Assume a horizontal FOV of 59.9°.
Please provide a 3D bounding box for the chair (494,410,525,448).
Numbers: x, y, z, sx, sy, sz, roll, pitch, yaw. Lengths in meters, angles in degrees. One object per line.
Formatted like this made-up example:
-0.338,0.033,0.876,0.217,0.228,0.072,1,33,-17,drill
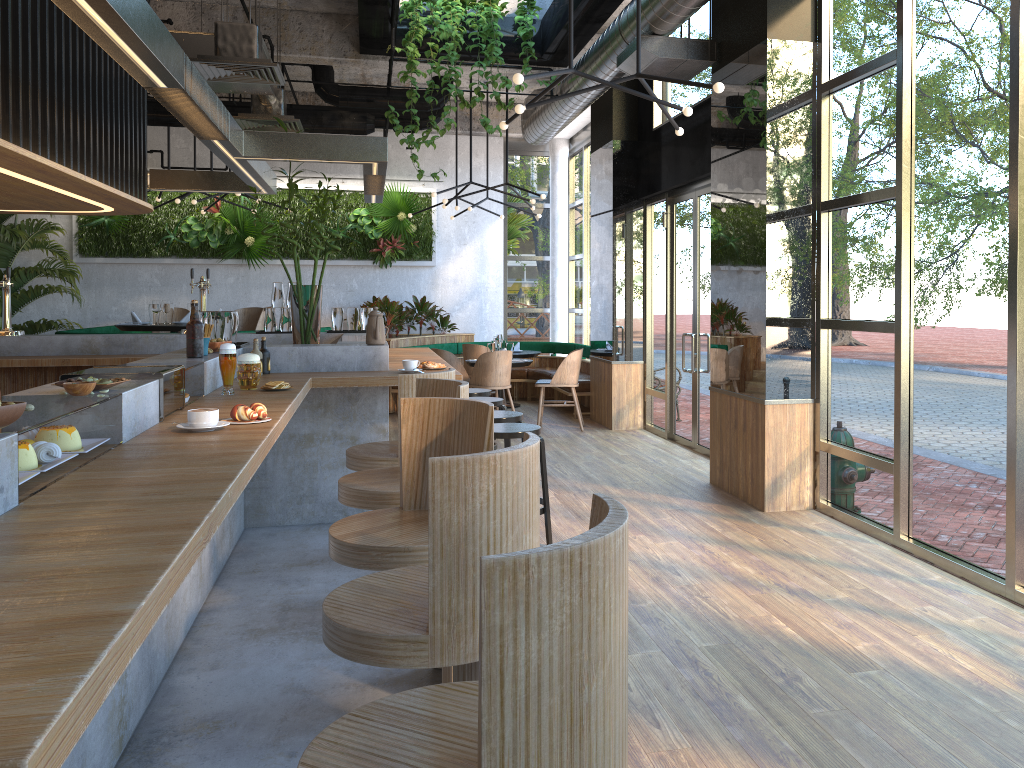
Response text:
-0.131,0.552,6.031,0.532,0.694,0.499,-1,3,-21,chair

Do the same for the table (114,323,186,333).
-3.494,-0.246,9.200,1.143,0.748,1.061,-2,4,-26,table

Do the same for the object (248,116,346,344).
-1.328,-0.883,5.641,0.682,1.545,0.579,0,1,-7,object

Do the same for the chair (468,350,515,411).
-0.232,0.072,9.972,0.520,0.921,0.534,-1,2,-32,chair

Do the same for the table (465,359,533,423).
-0.150,0.094,10.575,0.820,0.743,0.782,-1,3,-14,table

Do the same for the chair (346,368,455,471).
-0.567,0.411,4.552,0.523,0.966,0.573,1,2,36,chair

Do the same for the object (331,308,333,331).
-1.484,-0.543,7.538,0.108,0.208,0.103,-1,2,-17,object

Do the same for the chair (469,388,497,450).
-0.383,0.403,7.601,0.514,0.694,0.517,0,2,2,chair

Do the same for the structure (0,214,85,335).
-6.314,-1.301,11.202,1.949,3.247,1.584,-1,2,-14,structure

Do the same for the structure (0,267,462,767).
-3.088,0.256,3.750,5.972,1.723,7.007,-1,5,-11,structure

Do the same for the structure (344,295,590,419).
-0.572,0.373,3.480,6.159,1.543,19.783,-1,5,-10,structure

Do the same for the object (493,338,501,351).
-0.200,-0.514,11.958,0.102,0.208,0.109,1,2,23,object

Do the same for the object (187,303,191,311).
-4.068,-0.742,7.836,0.105,0.499,6.103,0,5,3,object

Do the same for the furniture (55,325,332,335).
-4.192,-0.090,10.146,4.568,1.132,2.864,5,7,43,furniture

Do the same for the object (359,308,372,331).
-1.233,-0.538,7.488,0.105,0.208,0.106,0,2,3,object

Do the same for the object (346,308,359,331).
-1.350,-0.541,7.518,0.105,0.208,0.106,0,2,3,object

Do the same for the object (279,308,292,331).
-1.865,-0.524,7.316,0.110,0.208,0.101,-1,2,-27,object

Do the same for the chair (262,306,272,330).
-3.269,-0.510,11.120,0.582,0.921,0.477,-1,2,-32,chair

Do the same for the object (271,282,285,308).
-1.925,-0.730,7.296,0.110,0.208,0.101,-1,2,-27,object

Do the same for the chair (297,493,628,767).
-0.077,0.700,1.504,0.550,0.966,0.546,0,2,-1,chair

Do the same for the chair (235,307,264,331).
-3.020,-0.391,9.868,0.484,0.921,0.573,1,2,19,chair

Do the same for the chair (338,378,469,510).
-0.460,0.482,3.803,0.523,0.966,0.573,1,3,39,chair

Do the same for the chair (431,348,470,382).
-0.670,0.035,10.358,0.582,0.921,0.477,-1,2,-32,chair

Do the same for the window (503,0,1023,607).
0.535,-2.124,3.726,4.228,6.468,20.027,0,5,-9,window

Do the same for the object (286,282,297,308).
-1.811,-0.734,7.334,0.110,0.208,0.101,-1,2,-27,object

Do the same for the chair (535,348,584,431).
0.548,0.053,10.167,0.555,0.921,0.500,0,2,3,chair

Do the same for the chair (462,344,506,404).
-0.391,-0.068,11.447,0.477,0.921,0.582,1,2,34,chair

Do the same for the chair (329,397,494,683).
-0.336,0.557,3.012,0.538,0.966,0.558,0,2,12,chair

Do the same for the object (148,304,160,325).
-3.845,-0.650,6.865,0.105,0.500,4.197,0,5,8,object

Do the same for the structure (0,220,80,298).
-6.427,-1.364,10.777,1.452,3.351,2.032,0,2,4,structure

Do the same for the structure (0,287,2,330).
-5.531,-1.057,7.637,2.101,3.124,2.897,0,3,1,structure

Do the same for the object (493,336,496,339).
-0.212,-0.569,12.531,0.102,0.208,0.109,1,2,23,object

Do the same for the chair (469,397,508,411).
-0.272,0.469,6.911,0.533,0.694,0.498,-1,3,-23,chair

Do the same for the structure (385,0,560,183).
-0.715,-3.121,8.427,1.554,2.339,3.094,1,4,26,structure

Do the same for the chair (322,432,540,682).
-0.203,0.626,2.289,0.573,0.966,0.523,-2,2,-36,chair

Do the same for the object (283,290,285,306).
-1.948,-0.741,7.403,0.110,0.208,0.101,-1,2,-27,object

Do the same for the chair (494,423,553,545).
-0.030,0.612,5.404,0.529,0.694,0.502,-1,3,-16,chair

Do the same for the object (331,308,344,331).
-1.459,-0.532,7.428,0.108,0.208,0.103,-1,2,-17,object

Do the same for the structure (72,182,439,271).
-3.571,-2.342,12.673,5.174,1.489,0.795,-1,2,-15,structure

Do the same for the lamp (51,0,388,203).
-2.682,-2.248,3.663,5.116,2.124,6.588,-1,5,-17,lamp

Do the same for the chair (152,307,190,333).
-3.745,-0.387,9.828,0.520,0.921,0.534,-1,2,-32,chair

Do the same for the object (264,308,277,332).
-1.982,-0.521,7.286,0.110,0.208,0.101,-1,2,-27,object

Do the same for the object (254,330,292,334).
-1.895,-0.431,7.359,0.447,0.018,0.268,-1,6,-13,object

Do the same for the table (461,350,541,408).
-0.147,-0.063,12.258,1.154,0.748,1.050,-4,5,-42,table

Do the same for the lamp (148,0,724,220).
-0.734,-2.348,3.162,5.195,1.816,18.592,-1,5,-9,lamp

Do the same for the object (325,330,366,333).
-1.350,-0.443,7.492,0.447,0.018,0.268,-1,6,-13,object
